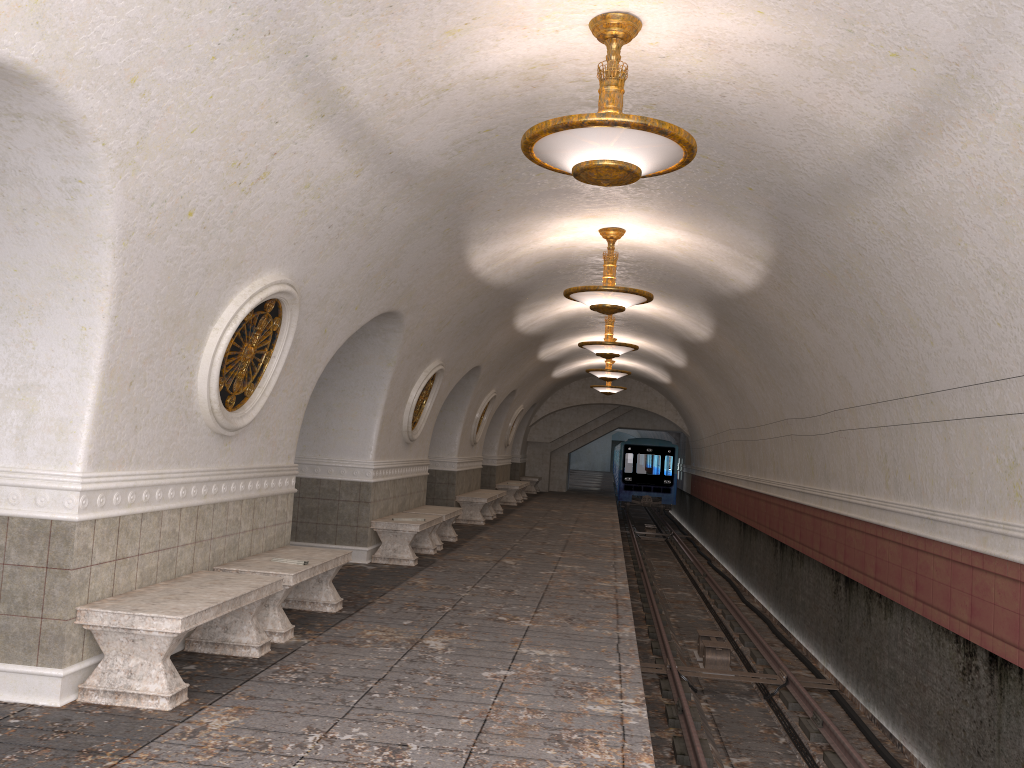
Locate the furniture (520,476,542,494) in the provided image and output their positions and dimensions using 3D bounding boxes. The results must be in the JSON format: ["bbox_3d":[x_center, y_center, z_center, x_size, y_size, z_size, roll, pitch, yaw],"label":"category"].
[{"bbox_3d":[0.624,3.360,29.575,0.613,0.508,1.509,3,-4,6],"label":"furniture"}]

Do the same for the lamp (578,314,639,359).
[{"bbox_3d":[1.616,-0.883,14.735,1.008,0.955,1.008,2,-4,22],"label":"lamp"}]

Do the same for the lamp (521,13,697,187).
[{"bbox_3d":[0.570,-1.611,5.127,1.008,0.955,1.008,4,-4,-9],"label":"lamp"}]

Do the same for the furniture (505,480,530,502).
[{"bbox_3d":[0.126,3.013,24.994,0.613,0.508,1.509,3,-4,6],"label":"furniture"}]

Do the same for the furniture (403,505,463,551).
[{"bbox_3d":[-1.167,2.112,13.115,0.613,0.508,1.509,3,-4,6],"label":"furniture"}]

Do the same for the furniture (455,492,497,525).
[{"bbox_3d":[-0.699,2.438,17.416,0.613,0.508,1.509,3,-4,6],"label":"furniture"}]

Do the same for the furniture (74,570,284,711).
[{"bbox_3d":[-1.997,1.534,5.491,0.613,0.508,1.509,3,-4,6],"label":"furniture"}]

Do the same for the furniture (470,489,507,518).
[{"bbox_3d":[-0.517,2.565,19.083,0.613,0.508,1.509,3,-4,6],"label":"furniture"}]

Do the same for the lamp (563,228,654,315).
[{"bbox_3d":[1.095,-1.246,9.947,1.008,0.955,1.008,4,-4,-9],"label":"lamp"}]

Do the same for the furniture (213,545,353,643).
[{"bbox_3d":[-1.815,1.660,7.158,0.613,0.508,1.509,3,-4,6],"label":"furniture"}]

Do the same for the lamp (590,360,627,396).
[{"bbox_3d":[2.658,-0.156,24.309,1.008,0.955,1.008,7,-5,-38],"label":"lamp"}]

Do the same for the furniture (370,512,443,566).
[{"bbox_3d":[-1.348,1.985,11.448,0.613,0.508,1.509,3,-4,6],"label":"furniture"}]

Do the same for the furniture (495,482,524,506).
[{"bbox_3d":[-0.056,2.887,23.327,0.613,0.508,1.509,3,-4,6],"label":"furniture"}]

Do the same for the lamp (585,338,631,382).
[{"bbox_3d":[2.136,-0.519,19.521,1.008,0.955,1.008,2,-4,22],"label":"lamp"}]
